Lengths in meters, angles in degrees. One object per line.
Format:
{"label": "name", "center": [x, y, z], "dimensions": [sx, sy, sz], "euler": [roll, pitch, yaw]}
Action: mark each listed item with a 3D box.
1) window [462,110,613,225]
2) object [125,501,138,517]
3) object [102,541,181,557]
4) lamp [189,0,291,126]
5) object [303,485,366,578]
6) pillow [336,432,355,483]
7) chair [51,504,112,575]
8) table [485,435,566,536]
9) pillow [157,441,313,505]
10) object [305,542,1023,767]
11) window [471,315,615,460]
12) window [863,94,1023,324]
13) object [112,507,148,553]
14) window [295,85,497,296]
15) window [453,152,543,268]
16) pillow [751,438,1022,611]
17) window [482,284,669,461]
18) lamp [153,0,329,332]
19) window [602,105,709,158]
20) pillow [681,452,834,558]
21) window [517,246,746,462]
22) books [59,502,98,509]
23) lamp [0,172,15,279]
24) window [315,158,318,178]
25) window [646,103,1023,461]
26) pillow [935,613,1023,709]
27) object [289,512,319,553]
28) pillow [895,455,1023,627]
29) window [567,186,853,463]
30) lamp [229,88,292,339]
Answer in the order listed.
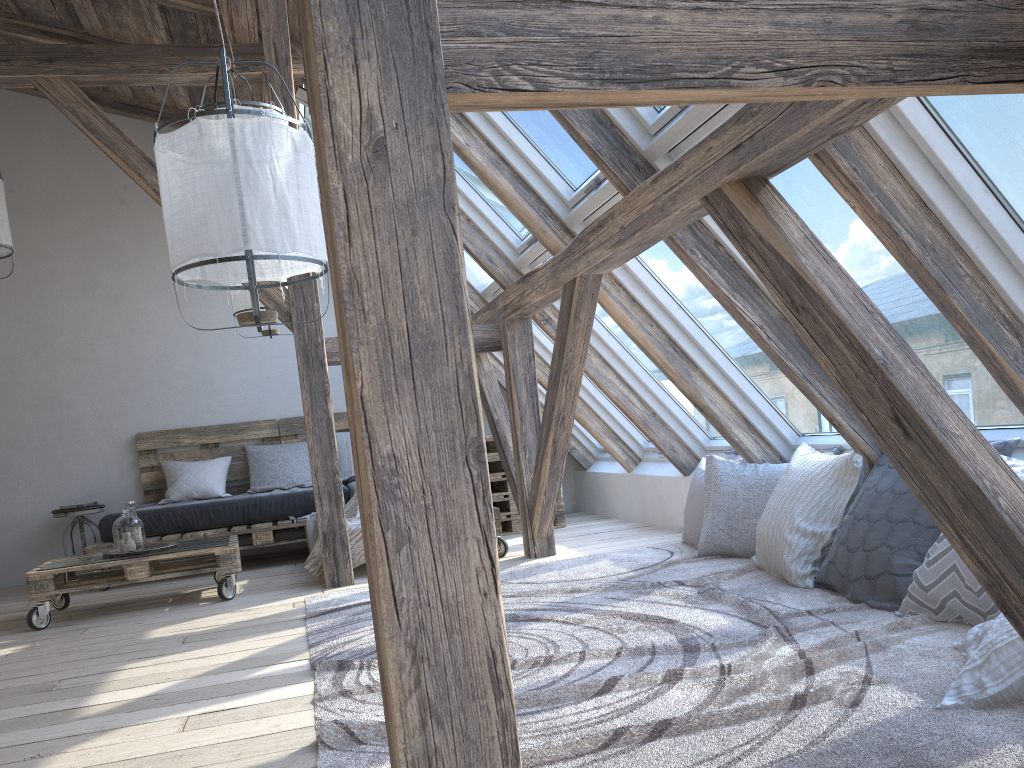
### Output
{"label": "window", "center": [-0.156, -1.339, 3.393], "dimensions": [1.092, 1.284, 0.854], "euler": [-7, 2, -14]}
{"label": "object", "center": [-2.059, 0.772, 4.792], "dimensions": [0.071, 0.269, 0.153], "euler": [-7, 3, -14]}
{"label": "object", "center": [-1.983, 0.888, 4.725], "dimensions": [0.395, 0.022, 0.393], "euler": [-7, -3, 6]}
{"label": "lamp", "center": [-1.179, -1.277, 3.737], "dimensions": [0.403, 1.312, 0.401], "euler": [-9, 4, -38]}
{"label": "object", "center": [-0.703, 0.803, 5.119], "dimensions": [0.813, 0.476, 1.004], "euler": [-7, -2, 16]}
{"label": "pillow", "center": [-0.949, 0.515, 6.708], "dimensions": [0.968, 0.402, 0.385], "euler": [-6, 1, 3]}
{"label": "chair", "center": [-3.028, 1.126, 6.221], "dimensions": [0.353, 0.523, 0.353], "euler": [-7, 2, -10]}
{"label": "table", "center": [-0.093, 0.732, 6.605], "dimensions": [0.672, 0.705, 1.018], "euler": [-6, -1, -14]}
{"label": "pillow", "center": [-2.001, 0.630, 6.422], "dimensions": [1.126, 0.357, 0.351], "euler": [-6, 0, -14]}
{"label": "object", "center": [0.388, 0.819, 3.111], "dimensions": [2.180, 0.057, 3.192], "euler": [-6, -3, -14]}
{"label": "window", "center": [0.273, -0.031, 6.388], "dimensions": [1.092, 1.284, 0.854], "euler": [-7, 2, -14]}
{"label": "window", "center": [1.376, -0.387, 1.926], "dimensions": [1.092, 1.284, 0.854], "euler": [-7, 2, -14]}
{"label": "object", "center": [-2.018, 0.771, 4.633], "dimensions": [0.156, 0.248, 0.154], "euler": [-4, 3, 45]}
{"label": "window", "center": [-0.552, -1.201, 5.188], "dimensions": [1.345, 1.284, 0.854], "euler": [-6, 2, -14]}
{"label": "window", "center": [-0.376, -1.268, 4.285], "dimensions": [1.092, 1.284, 0.854], "euler": [-7, 2, -14]}
{"label": "pillow", "center": [1.293, 0.492, 3.334], "dimensions": [0.466, 0.565, 1.274], "euler": [-7, -2, -13]}
{"label": "window", "center": [0.494, -0.102, 5.495], "dimensions": [1.092, 1.284, 0.854], "euler": [-7, 2, -14]}
{"label": "lamp", "center": [-0.790, -1.099, 2.309], "dimensions": [0.401, 1.906, 0.402], "euler": [-4, 4, 27]}
{"label": "window", "center": [0.065, -1.411, 2.501], "dimensions": [1.092, 1.284, 0.854], "euler": [-7, 2, -14]}
{"label": "pillow", "center": [1.083, 0.601, 4.306], "dimensions": [0.433, 0.526, 1.137], "euler": [-7, -1, -22]}
{"label": "window", "center": [0.714, -0.173, 4.603], "dimensions": [1.092, 1.284, 0.854], "euler": [-7, 2, -14]}
{"label": "books", "center": [-3.046, 0.853, 6.182], "dimensions": [0.150, 0.021, 0.203], "euler": [-7, -3, 15]}
{"label": "lamp", "center": [-2.711, -1.043, 4.273], "dimensions": [0.409, 1.090, 0.395], "euler": [-5, 4, 27]}
{"label": "window", "center": [-0.817, -1.126, 6.070], "dimensions": [1.092, 1.284, 0.854], "euler": [-7, 2, -14]}
{"label": "window", "center": [1.155, -0.316, 2.819], "dimensions": [1.092, 1.284, 0.854], "euler": [-7, 2, -14]}
{"label": "pillow", "center": [1.256, 0.597, 2.063], "dimensions": [0.477, 0.243, 0.533], "euler": [-7, -2, 28]}
{"label": "object", "center": [-1.138, 0.970, 5.806], "dimensions": [0.501, 0.278, 0.711], "euler": [-6, -2, -30]}
{"label": "pillow", "center": [1.517, 0.439, 2.259], "dimensions": [0.500, 0.535, 1.155], "euler": [-6, -2, -9]}
{"label": "window", "center": [0.935, -0.245, 3.711], "dimensions": [1.092, 1.284, 0.854], "euler": [-7, 2, -14]}
{"label": "lamp", "center": [-1.560, -1.048, 5.326], "dimensions": [0.402, 1.526, 0.403], "euler": [-4, 4, 27]}
